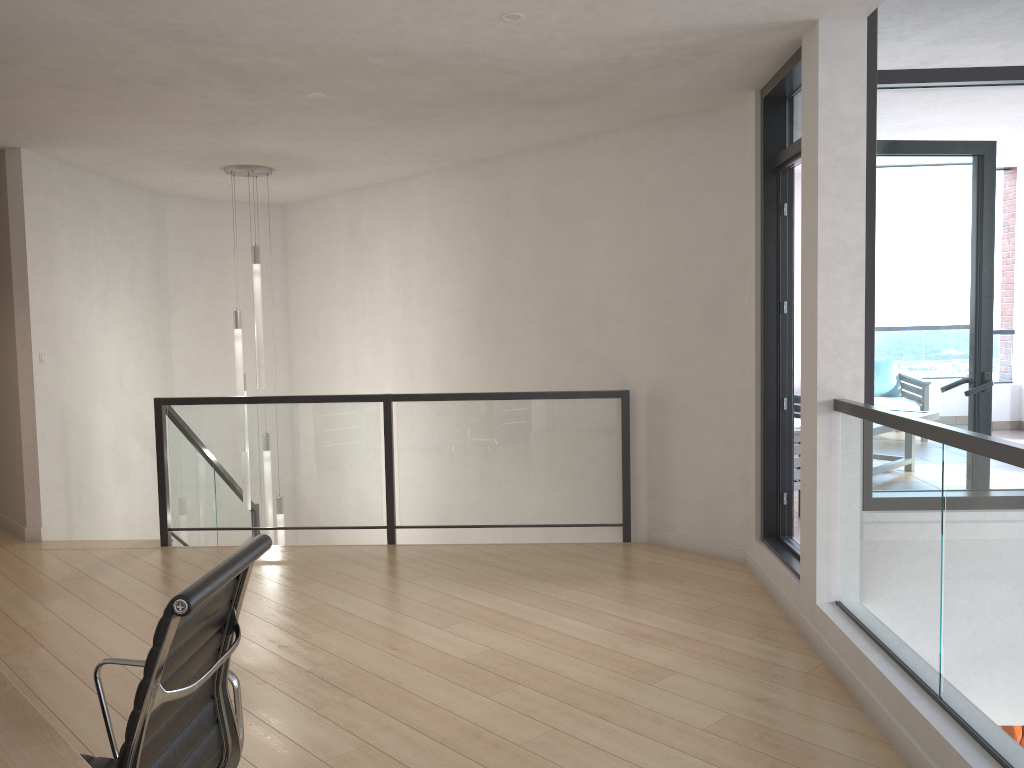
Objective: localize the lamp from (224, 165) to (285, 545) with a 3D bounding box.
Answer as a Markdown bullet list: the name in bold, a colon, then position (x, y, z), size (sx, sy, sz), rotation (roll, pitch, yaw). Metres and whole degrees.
- **lamp**: position (-2.059, -0.832, 7.040), size (0.359, 6.725, 0.359), rotation (-2, 4, -6)

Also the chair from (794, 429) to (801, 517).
- **chair**: position (1.483, 0.526, 6.075), size (0.807, 0.765, 0.797), rotation (-4, 5, -37)

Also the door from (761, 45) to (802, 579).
- **door**: position (1.830, -0.340, 4.479), size (0.924, 2.500, 0.905), rotation (-1, 4, 2)

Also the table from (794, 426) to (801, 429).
- **table**: position (2.849, 0.568, 7.212), size (1.260, 0.473, 0.710), rotation (-5, 5, -43)

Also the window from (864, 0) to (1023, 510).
- **window**: position (4.005, -0.687, 3.794), size (5.002, 2.402, 0.170), rotation (-1, 4, 2)

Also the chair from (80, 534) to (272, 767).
- **chair**: position (-0.845, 0.851, 1.785), size (0.699, 0.991, 0.664), rotation (-1, 4, 8)

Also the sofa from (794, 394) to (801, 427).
- **sofa**: position (1.854, 0.386, 8.012), size (2.161, 0.765, 0.807), rotation (-5, 5, -43)

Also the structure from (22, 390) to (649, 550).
- **structure**: position (-1.112, 2.144, 7.334), size (4.190, 4.339, 2.823), rotation (-1, 4, 2)
